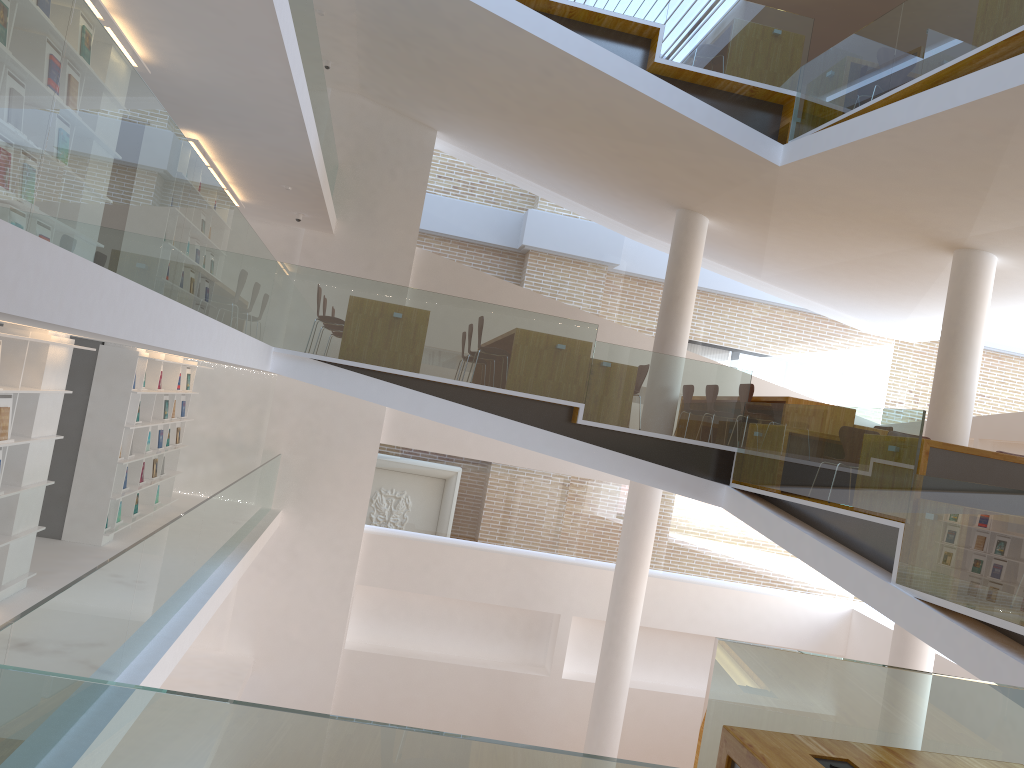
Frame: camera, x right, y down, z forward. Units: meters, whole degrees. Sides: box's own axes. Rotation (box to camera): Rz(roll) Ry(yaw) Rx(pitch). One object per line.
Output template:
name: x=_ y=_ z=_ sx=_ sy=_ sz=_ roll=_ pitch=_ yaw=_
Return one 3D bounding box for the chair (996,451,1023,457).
chair: x=4.195 y=0.924 z=7.266 sx=0.428 sy=0.693 sz=0.381 roll=10 pitch=-2 yaw=-8

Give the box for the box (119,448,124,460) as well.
box: x=-3.750 y=0.537 z=8.234 sx=0.274 sy=0.296 sz=0.245 roll=10 pitch=-2 yaw=-8

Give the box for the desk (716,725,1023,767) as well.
desk: x=0.746 y=1.220 z=0.447 sx=1.285 sy=0.918 sz=3.236 roll=10 pitch=-2 yaw=-8

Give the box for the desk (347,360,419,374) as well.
desk: x=-1.431 y=-0.438 z=9.851 sx=0.760 sy=0.606 sz=3.194 roll=10 pitch=-2 yaw=-8

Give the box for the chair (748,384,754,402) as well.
chair: x=2.579 y=0.370 z=9.374 sx=0.381 sy=0.693 sz=0.428 roll=10 pitch=-2 yaw=-8

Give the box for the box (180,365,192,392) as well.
box: x=-4.015 y=-0.079 z=10.730 sx=0.274 sy=0.296 sz=0.245 roll=10 pitch=-2 yaw=-8

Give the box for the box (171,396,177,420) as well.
box: x=-3.993 y=0.238 z=10.197 sx=0.274 sy=0.296 sz=0.245 roll=10 pitch=-2 yaw=-8

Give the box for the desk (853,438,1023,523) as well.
desk: x=4.332 y=1.174 z=6.533 sx=3.216 sy=1.022 sz=1.248 roll=10 pitch=-2 yaw=-8

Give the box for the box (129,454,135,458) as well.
box: x=-3.807 y=0.542 z=8.605 sx=0.274 sy=0.296 sz=0.245 roll=10 pitch=-2 yaw=-8

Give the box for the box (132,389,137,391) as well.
box: x=-3.635 y=-0.107 z=8.261 sx=0.274 sy=0.296 sz=0.245 roll=10 pitch=-2 yaw=-8

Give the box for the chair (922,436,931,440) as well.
chair: x=3.250 y=0.750 z=7.122 sx=0.428 sy=0.693 sz=0.381 roll=10 pitch=-2 yaw=-8

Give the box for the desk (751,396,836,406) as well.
desk: x=3.093 y=0.631 z=10.599 sx=1.247 sy=0.762 sz=3.194 roll=10 pitch=-2 yaw=-8

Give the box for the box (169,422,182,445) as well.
box: x=-4.132 y=0.567 z=10.717 sx=0.274 sy=0.296 sz=0.245 roll=10 pitch=-2 yaw=-8

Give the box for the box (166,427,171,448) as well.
box: x=-4.049 y=0.561 z=10.175 sx=0.274 sy=0.296 sz=0.245 roll=10 pitch=-2 yaw=-8

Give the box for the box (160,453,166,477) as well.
box: x=-4.109 y=0.885 z=10.181 sx=0.274 sy=0.296 sz=0.245 roll=10 pitch=-2 yaw=-8

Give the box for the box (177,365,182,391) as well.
box: x=-3.935 y=-0.085 z=10.210 sx=0.274 sy=0.296 sz=0.245 roll=10 pitch=-2 yaw=-8

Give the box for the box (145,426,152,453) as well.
box: x=-3.913 y=0.550 z=9.295 sx=0.274 sy=0.296 sz=0.245 roll=10 pitch=-2 yaw=-8

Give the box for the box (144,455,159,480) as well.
box: x=-4.055 y=0.880 z=9.827 sx=0.274 sy=0.296 sz=0.245 roll=10 pitch=-2 yaw=-8

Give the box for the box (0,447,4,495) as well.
box: x=-3.247 y=0.513 z=5.379 sx=0.274 sy=0.296 sz=0.245 roll=10 pitch=-2 yaw=-8

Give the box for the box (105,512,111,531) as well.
box: x=-3.865 y=1.185 z=8.206 sx=0.274 sy=0.296 sz=0.245 roll=10 pitch=-2 yaw=-8

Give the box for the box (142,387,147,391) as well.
box: x=-3.691 y=-0.104 z=8.629 sx=0.274 sy=0.296 sz=0.245 roll=10 pitch=-2 yaw=-8

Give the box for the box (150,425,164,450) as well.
box: x=-3.995 y=0.557 z=9.827 sx=0.274 sy=0.296 sz=0.245 roll=10 pitch=-2 yaw=-8

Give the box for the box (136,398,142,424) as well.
box: x=-3.752 y=0.214 z=8.640 sx=0.274 sy=0.296 sz=0.245 roll=10 pitch=-2 yaw=-8

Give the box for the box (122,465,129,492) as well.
box: x=-3.871 y=0.865 z=8.630 sx=0.274 sy=0.296 sz=0.245 roll=10 pitch=-2 yaw=-8

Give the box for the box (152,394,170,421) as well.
box: x=-3.938 y=0.234 z=9.840 sx=0.274 sy=0.296 sz=0.245 roll=10 pitch=-2 yaw=-8

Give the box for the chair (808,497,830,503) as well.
chair: x=3.007 y=0.741 z=7.982 sx=0.428 sy=0.693 sz=0.381 roll=10 pitch=-2 yaw=-8

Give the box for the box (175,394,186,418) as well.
box: x=-4.072 y=0.244 z=10.717 sx=0.274 sy=0.296 sz=0.245 roll=10 pitch=-2 yaw=-8

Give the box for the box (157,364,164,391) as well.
box: x=-3.792 y=-0.097 z=9.300 sx=0.274 sy=0.296 sz=0.245 roll=10 pitch=-2 yaw=-8

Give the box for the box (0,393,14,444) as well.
box: x=-3.190 y=0.190 z=5.390 sx=0.274 sy=0.296 sz=0.245 roll=10 pitch=-2 yaw=-8

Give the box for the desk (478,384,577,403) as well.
desk: x=0.339 y=-0.035 z=10.118 sx=1.248 sy=0.757 sz=3.196 roll=10 pitch=-2 yaw=-8

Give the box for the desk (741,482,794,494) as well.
desk: x=3.974 y=0.979 z=8.535 sx=3.356 sy=0.606 sz=0.760 roll=10 pitch=-2 yaw=-8

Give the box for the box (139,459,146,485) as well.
box: x=-3.969 y=0.873 z=9.268 sx=0.274 sy=0.296 sz=0.245 roll=10 pitch=-2 yaw=-8
